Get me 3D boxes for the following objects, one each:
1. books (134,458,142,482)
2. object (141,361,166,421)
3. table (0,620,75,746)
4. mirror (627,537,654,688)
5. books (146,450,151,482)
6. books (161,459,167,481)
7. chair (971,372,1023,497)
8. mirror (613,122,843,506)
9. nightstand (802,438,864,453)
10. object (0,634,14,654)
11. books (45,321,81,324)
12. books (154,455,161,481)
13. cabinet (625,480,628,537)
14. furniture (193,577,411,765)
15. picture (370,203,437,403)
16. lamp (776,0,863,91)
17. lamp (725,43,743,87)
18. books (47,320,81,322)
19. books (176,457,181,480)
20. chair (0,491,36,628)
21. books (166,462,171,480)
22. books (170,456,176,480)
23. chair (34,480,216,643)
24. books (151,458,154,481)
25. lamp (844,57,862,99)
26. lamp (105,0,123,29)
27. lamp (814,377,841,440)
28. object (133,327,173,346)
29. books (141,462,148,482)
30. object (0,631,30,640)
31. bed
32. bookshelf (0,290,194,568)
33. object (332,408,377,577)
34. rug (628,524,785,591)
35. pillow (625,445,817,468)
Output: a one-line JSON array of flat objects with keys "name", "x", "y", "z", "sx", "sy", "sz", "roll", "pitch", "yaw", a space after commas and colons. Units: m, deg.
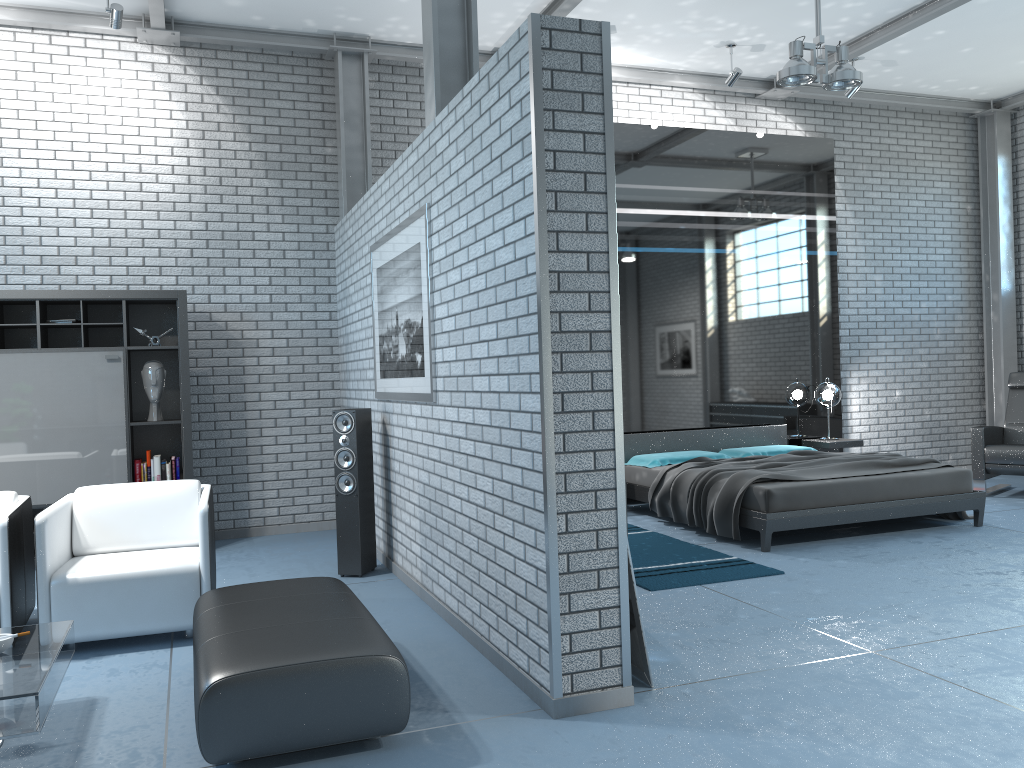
[{"name": "books", "x": -2.700, "y": 0.680, "z": 6.412, "sx": 0.049, "sy": 0.270, "sz": 0.155, "roll": -2, "pitch": 1, "yaw": -20}, {"name": "object", "x": -2.617, "y": 0.050, "z": 6.490, "sx": 0.156, "sy": 0.443, "sz": 0.156, "roll": -2, "pitch": 1, "yaw": 24}, {"name": "table", "x": -2.028, "y": 1.114, "z": 2.997, "sx": 0.900, "sy": 0.300, "sz": 0.900, "roll": -2, "pitch": 1, "yaw": -20}, {"name": "mirror", "x": 0.341, "y": 0.689, "z": 3.708, "sx": 0.165, "sy": 0.978, "sz": 0.674, "roll": -2, "pitch": 1, "yaw": -20}, {"name": "books", "x": -2.631, "y": 0.648, "z": 6.437, "sx": 0.026, "sy": 0.329, "sz": 0.155, "roll": -2, "pitch": 1, "yaw": -20}, {"name": "books", "x": -2.539, "y": 0.681, "z": 6.476, "sx": 0.038, "sy": 0.256, "sz": 0.144, "roll": -2, "pitch": 1, "yaw": -20}, {"name": "chair", "x": 4.703, "y": 0.441, "z": 8.018, "sx": 0.763, "sy": 1.099, "sz": 0.940, "roll": -1, "pitch": 1, "yaw": 45}, {"name": "mirror", "x": 1.691, "y": -0.662, "z": 8.380, "sx": 3.400, "sy": 3.500, "sz": 0.050, "roll": -2, "pitch": 1, "yaw": -20}, {"name": "nightstand", "x": 3.092, "y": 0.789, "z": 8.542, "sx": 0.400, "sy": 0.501, "sz": 0.400, "roll": -2, "pitch": 1, "yaw": -20}, {"name": "object", "x": -1.827, "y": 0.928, "z": 3.144, "sx": 0.108, "sy": 0.056, "sz": 0.108, "roll": -2, "pitch": 1, "yaw": -24}, {"name": "books", "x": -3.161, "y": -0.427, "z": 6.255, "sx": 0.190, "sy": 0.015, "sz": 0.135, "roll": -2, "pitch": 1, "yaw": 1}, {"name": "books", "x": -2.576, "y": 0.666, "z": 6.452, "sx": 0.046, "sy": 0.288, "sz": 0.164, "roll": -2, "pitch": 1, "yaw": -20}, {"name": "cabinet", "x": -0.041, "y": 0.833, "z": 5.424, "sx": 0.510, "sy": 0.682, "sz": 2.250, "roll": -2, "pitch": 1, "yaw": -20}, {"name": "furniture", "x": -0.868, "y": 1.020, "z": 3.427, "sx": 0.685, "sy": 0.301, "sz": 1.291, "roll": -2, "pitch": 1, "yaw": -20}, {"name": "picture", "x": -0.663, "y": -0.408, "z": 5.200, "sx": 0.020, "sy": 1.015, "sz": 1.490, "roll": -2, "pitch": 1, "yaw": -20}, {"name": "lamp", "x": 2.069, "y": -2.469, "z": 5.996, "sx": 0.639, "sy": 0.872, "sz": 0.300, "roll": -2, "pitch": 1, "yaw": -20}, {"name": "lamp", "x": 1.893, "y": -2.749, "z": 7.666, "sx": 0.137, "sy": 0.332, "sz": 0.167, "roll": -2, "pitch": 1, "yaw": -30}, {"name": "books", "x": -3.163, "y": -0.442, "z": 6.266, "sx": 0.190, "sy": 0.015, "sz": 0.135, "roll": -2, "pitch": 1, "yaw": -9}, {"name": "books", "x": -2.447, "y": 0.674, "z": 6.504, "sx": 0.027, "sy": 0.263, "sz": 0.155, "roll": -2, "pitch": 1, "yaw": -20}, {"name": "chair", "x": -2.795, "y": 0.902, "z": 4.302, "sx": 0.767, "sy": 0.661, "sz": 0.919, "roll": -2, "pitch": 1, "yaw": -22}, {"name": "books", "x": -2.507, "y": 0.693, "z": 6.482, "sx": 0.026, "sy": 0.229, "sz": 0.155, "roll": -2, "pitch": 1, "yaw": -20}, {"name": "books", "x": -2.478, "y": 0.671, "z": 6.493, "sx": 0.038, "sy": 0.270, "sz": 0.155, "roll": -2, "pitch": 1, "yaw": -20}, {"name": "chair", "x": -1.941, "y": 0.871, "z": 4.574, "sx": 0.767, "sy": 0.661, "sz": 0.919, "roll": -2, "pitch": 1, "yaw": -18}, {"name": "books", "x": -2.608, "y": 0.676, "z": 6.446, "sx": 0.020, "sy": 0.270, "sz": 0.153, "roll": -2, "pitch": 1, "yaw": -20}, {"name": "lamp", "x": 3.104, "y": -2.789, "z": 8.109, "sx": 0.161, "sy": 0.343, "sz": 0.137, "roll": -1, "pitch": 1, "yaw": 40}, {"name": "lamp", "x": -2.706, "y": -2.579, "z": 5.984, "sx": 0.137, "sy": 0.332, "sz": 0.167, "roll": -2, "pitch": 1, "yaw": -30}, {"name": "lamp", "x": 3.074, "y": 0.234, "z": 8.614, "sx": 0.259, "sy": 0.596, "sz": 0.250, "roll": -2, "pitch": 1, "yaw": -12}, {"name": "object", "x": -2.617, "y": -0.343, "z": 6.488, "sx": 0.072, "sy": 0.147, "sz": 0.322, "roll": -1, "pitch": 1, "yaw": 41}, {"name": "books", "x": -2.656, "y": 0.691, "z": 6.419, "sx": 0.038, "sy": 0.244, "sz": 0.171, "roll": -2, "pitch": 1, "yaw": -20}, {"name": "object", "x": -1.790, "y": 0.916, "z": 3.163, "sx": 0.128, "sy": 0.052, "sz": 0.024, "roll": -2, "pitch": 1, "yaw": -27}, {"name": "bed", "x": 2.254, "y": 0.754, "z": 7.240, "sx": 2.290, "sy": 0.674, "sz": 2.261, "roll": -2, "pitch": 1, "yaw": -20}, {"name": "bookshelf", "x": -3.286, "y": 0.316, "z": 6.256, "sx": 1.930, "sy": 1.920, "sz": 0.419, "roll": -2, "pitch": 1, "yaw": -20}, {"name": "object", "x": -0.998, "y": 0.682, "z": 5.625, "sx": 0.159, "sy": 1.045, "sz": 0.254, "roll": -2, "pitch": 1, "yaw": 15}, {"name": "rug", "x": 0.834, "y": 1.137, "z": 6.051, "sx": 0.886, "sy": 0.012, "sz": 2.060, "roll": -2, "pitch": 1, "yaw": -20}, {"name": "pillow", "x": 1.898, "y": 0.645, "z": 7.970, "sx": 1.810, "sy": 0.115, "sz": 0.567, "roll": -2, "pitch": 1, "yaw": -20}]
